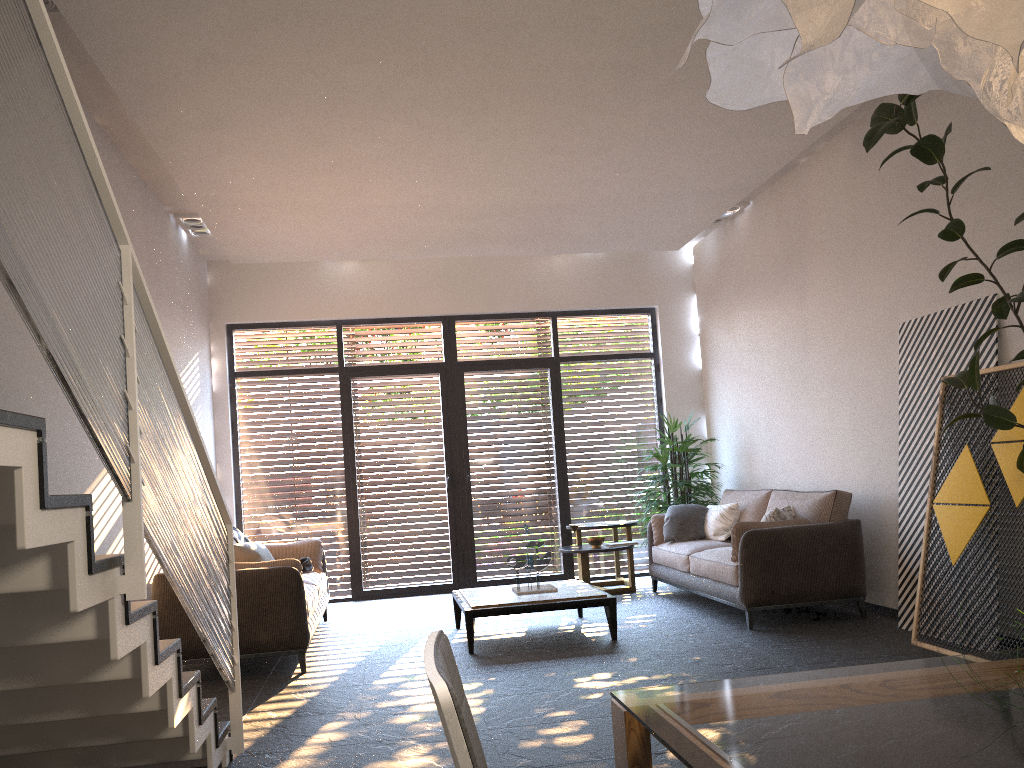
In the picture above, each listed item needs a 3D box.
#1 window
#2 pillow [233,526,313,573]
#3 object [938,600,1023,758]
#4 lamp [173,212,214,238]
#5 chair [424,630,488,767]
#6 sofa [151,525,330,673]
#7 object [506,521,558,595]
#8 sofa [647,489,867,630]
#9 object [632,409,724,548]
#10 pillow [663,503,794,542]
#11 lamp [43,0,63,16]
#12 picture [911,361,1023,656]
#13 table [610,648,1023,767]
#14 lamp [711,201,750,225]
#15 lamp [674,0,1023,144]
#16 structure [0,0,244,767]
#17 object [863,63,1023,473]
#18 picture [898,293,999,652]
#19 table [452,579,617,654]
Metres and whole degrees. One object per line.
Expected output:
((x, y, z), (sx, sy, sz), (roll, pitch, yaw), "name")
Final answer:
((-0.608, 0.707, 9.485), (4.939, 3.020, 0.461), (-3, -3, -8), "window")
((-2.219, 1.486, 7.181), (0.956, 0.705, 1.020), (-5, -5, 16), "pillow")
((0.824, 0.334, 1.008), (0.531, 0.366, 0.671), (-3, -5, -13), "object")
((-2.751, -1.397, 7.732), (0.253, 0.066, 0.648), (-3, -6, -9), "lamp")
((0.202, 0.827, 1.280), (0.601, 0.917, 0.477), (-3, -4, -6), "chair")
((-1.961, 1.541, 6.711), (0.993, 0.916, 2.331), (-3, -6, -9), "sofa")
((-0.232, -1.119, 2.414), (0.366, 4.458, 8.939), (-4, -5, 3), "object")
((1.901, 1.343, 7.288), (0.993, 0.916, 2.331), (-3, -6, -9), "sofa")
((1.676, 1.126, 8.917), (0.978, 1.718, 0.917), (0, -5, -43), "object")
((1.758, 1.169, 7.316), (0.618, 0.341, 1.901), (-3, -6, -8), "pillow")
((-2.197, -1.832, 3.929), (0.253, 0.066, 0.648), (-3, -6, -9), "lamp")
((2.643, 0.678, 4.652), (0.386, 1.600, 1.503), (-3, -4, -9), "picture")
((0.845, 0.853, 0.968), (0.996, 0.712, 1.807), (-3, -6, -9), "table")
((2.015, -1.641, 8.444), (0.253, 0.066, 0.648), (-3, -6, -9), "lamp")
((0.594, -2.812, 1.166), (1.118, 5.197, 1.064), (-4, -3, 2), "lamp")
((0.269, -3.008, 0.117), (4.232, 8.283, 8.495), (-3, -4, -9), "structure")
((2.488, -0.222, 3.596), (0.907, 3.190, 2.020), (-2, -4, -31), "object")
((2.653, 0.547, 5.434), (0.207, 2.013, 0.961), (-3, -3, -9), "picture")
((0.129, 1.688, 6.539), (1.048, 0.306, 1.120), (-3, -6, -9), "table")
